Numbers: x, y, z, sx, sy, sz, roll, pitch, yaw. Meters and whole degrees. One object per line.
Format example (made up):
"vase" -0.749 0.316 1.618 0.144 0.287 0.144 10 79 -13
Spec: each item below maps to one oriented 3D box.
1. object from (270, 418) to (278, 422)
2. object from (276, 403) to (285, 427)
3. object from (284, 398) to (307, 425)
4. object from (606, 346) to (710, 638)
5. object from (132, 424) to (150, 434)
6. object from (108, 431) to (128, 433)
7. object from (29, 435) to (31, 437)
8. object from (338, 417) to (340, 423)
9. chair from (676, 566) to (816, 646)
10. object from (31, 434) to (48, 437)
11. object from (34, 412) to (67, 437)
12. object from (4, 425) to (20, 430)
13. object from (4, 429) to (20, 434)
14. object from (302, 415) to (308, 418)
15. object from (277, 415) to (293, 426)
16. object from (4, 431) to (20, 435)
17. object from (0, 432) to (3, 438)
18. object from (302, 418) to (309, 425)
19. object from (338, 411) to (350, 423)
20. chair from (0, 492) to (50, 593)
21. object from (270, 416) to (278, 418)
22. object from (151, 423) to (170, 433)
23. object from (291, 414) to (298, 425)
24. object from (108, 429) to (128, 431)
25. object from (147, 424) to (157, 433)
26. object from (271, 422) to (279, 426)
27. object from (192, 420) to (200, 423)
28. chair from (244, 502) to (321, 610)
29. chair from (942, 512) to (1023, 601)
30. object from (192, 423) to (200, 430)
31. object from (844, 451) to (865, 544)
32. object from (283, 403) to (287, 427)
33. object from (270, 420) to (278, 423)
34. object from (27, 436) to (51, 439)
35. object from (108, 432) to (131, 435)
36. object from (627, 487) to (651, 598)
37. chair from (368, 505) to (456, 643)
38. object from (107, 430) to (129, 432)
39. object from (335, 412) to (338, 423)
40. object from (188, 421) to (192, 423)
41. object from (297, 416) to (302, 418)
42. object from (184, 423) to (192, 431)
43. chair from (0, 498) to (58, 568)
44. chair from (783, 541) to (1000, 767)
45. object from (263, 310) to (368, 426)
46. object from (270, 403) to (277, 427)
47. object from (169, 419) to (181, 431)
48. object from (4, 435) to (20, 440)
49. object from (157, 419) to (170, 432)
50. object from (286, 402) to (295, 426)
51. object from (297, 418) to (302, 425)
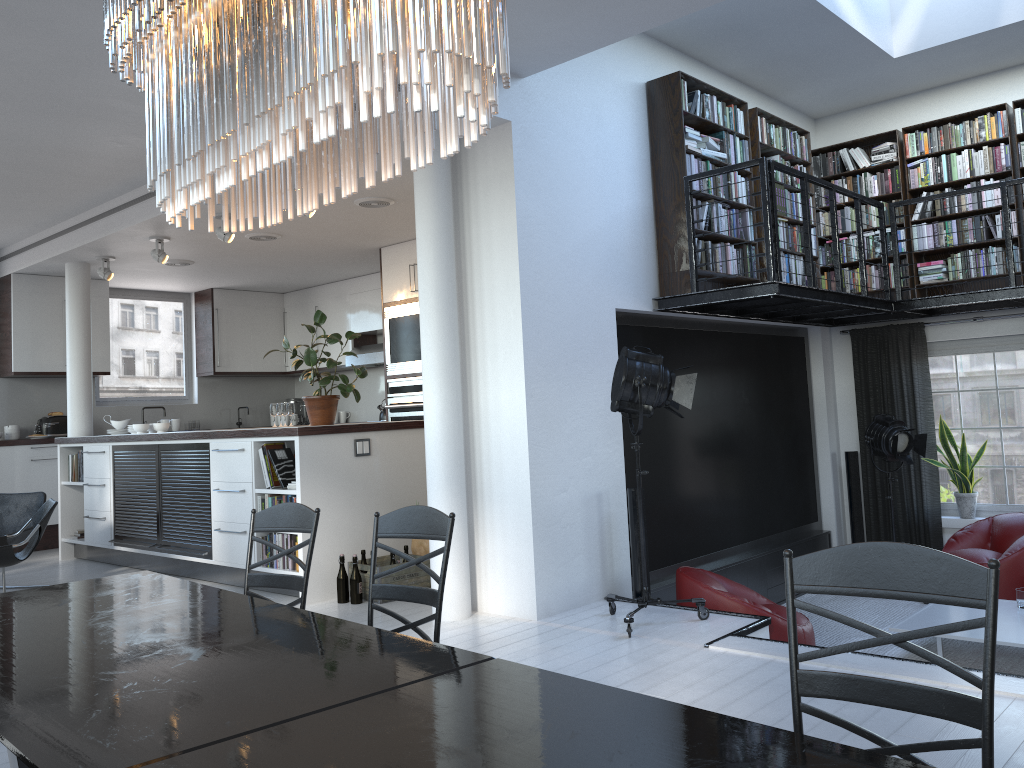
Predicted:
"object" -3.236 0.487 12.157 0.153 0.063 0.152 -2 -2 -18
"object" -2.134 0.286 8.169 0.082 0.223 0.082 -5 -5 33
"object" -2.781 0.368 12.131 0.873 0.375 0.243 -5 -4 38
"object" 0.814 0.565 5.067 0.545 1.582 0.609 -3 -4 -4
"object" -3.579 0.433 8.554 0.156 0.093 0.156 -5 -3 42
"object" -4.004 0.499 9.069 0.262 0.028 0.261 -2 -2 -23
"object" -5.189 0.575 9.667 0.138 0.037 0.136 -5 -3 41
"object" -2.336 0.447 11.801 0.138 0.152 0.108 -4 -3 14
"chair" 1.466 1.510 5.577 0.829 0.713 0.830 -4 -3 22
"object" -5.148 0.567 9.636 0.138 0.044 0.136 -3 -2 4
"object" -5.150 0.461 9.975 0.278 0.291 0.414 -6 -4 42
"object" -5.496 0.492 9.739 0.154 0.075 0.152 -3 -2 10
"object" -5.492 0.524 9.736 0.153 0.063 0.152 -2 -2 -18
"object" -2.745 0.466 11.765 0.094 0.098 0.093 -1 -4 -31
"object" -3.077 0.489 11.953 0.249 0.152 0.134 -5 -4 44
"object" -5.491 0.554 9.735 0.154 0.074 0.152 -1 -3 -45
"object" -5.545 0.565 9.502 0.156 0.093 0.156 -4 -3 23
"object" -2.744 0.496 11.763 0.094 0.098 0.093 -1 -4 -31
"object" -2.230 0.439 11.721 0.138 0.152 0.108 0 -4 -40
"chair" -4.053 1.269 6.928 0.670 0.780 0.663 -3 -3 7
"object" -3.240 0.455 12.160 0.154 0.075 0.152 -3 -2 10
"object" -3.414 0.427 8.624 0.157 0.093 0.156 -1 -3 -33
"object" -2.938 0.483 11.979 0.138 0.152 0.109 -6 -4 41
"object" -4.005 0.477 9.070 0.261 0.028 0.261 -4 -2 30
"object" -3.544 0.438 8.742 0.156 0.093 0.156 -4 -3 28
"object" -3.232 0.553 12.157 0.153 0.055 0.153 -3 -2 -5
"object" -3.965 0.507 11.130 0.094 0.098 0.093 -1 -4 -31
"chair" -0.893 0.895 2.859 0.495 0.967 0.503 -6 -5 42
"chair" 3.936 1.438 7.219 0.830 0.713 0.829 -3 -3 4
"object" -3.964 0.537 11.128 0.094 0.098 0.093 -1 -4 -31
"object" 3.238 1.250 8.378 0.157 1.224 0.157 0 -5 -32
"object" -2.122 0.289 8.280 0.082 0.223 0.082 -5 -5 32
"object" -3.234 0.517 12.156 0.154 0.074 0.152 -1 -3 -45
"object" -5.140 0.582 9.637 0.261 0.028 0.261 -4 -2 30
"object" -4.003 0.506 9.068 0.261 0.028 0.261 -4 -2 31
"object" 0.826 1.287 5.721 0.157 1.224 0.157 -5 -4 23
"chair" -0.426 0.861 2.541 0.503 0.967 0.495 0 -5 -43
"object" -4.004 0.491 9.069 0.262 0.028 0.261 -2 -2 -24
"object" -2.338 0.442 11.634 0.109 0.152 0.138 -1 -4 -33
"object" -4.042 0.513 11.200 0.094 0.098 0.094 -4 -3 25
"object" -2.822 0.472 11.838 0.094 0.098 0.093 -1 -4 -31
"object" -4.038 0.538 11.053 0.094 0.098 0.094 -4 -3 25
"chair" -3.479 1.213 6.059 0.665 0.780 0.669 -1 -4 -33
"chair" 0.554 0.776 1.430 0.503 0.967 0.495 0 -5 -40
"object" -1.501 -0.126 6.853 0.775 0.893 0.436 -3 -4 10
"object" -2.209 0.292 8.239 0.082 0.223 0.082 -2 -4 -11
"object" -4.083 0.502 10.750 0.109 0.152 0.138 -3 -3 3
"object" -5.489 0.590 9.736 0.153 0.055 0.153 -3 -2 -5
"object" -4.210 0.508 10.731 0.108 0.152 0.138 -5 -4 37
"object" -2.053 0.284 8.220 0.082 0.223 0.082 -6 -5 36
"object" -2.821 0.502 11.833 0.094 0.098 0.093 -1 -4 -31
